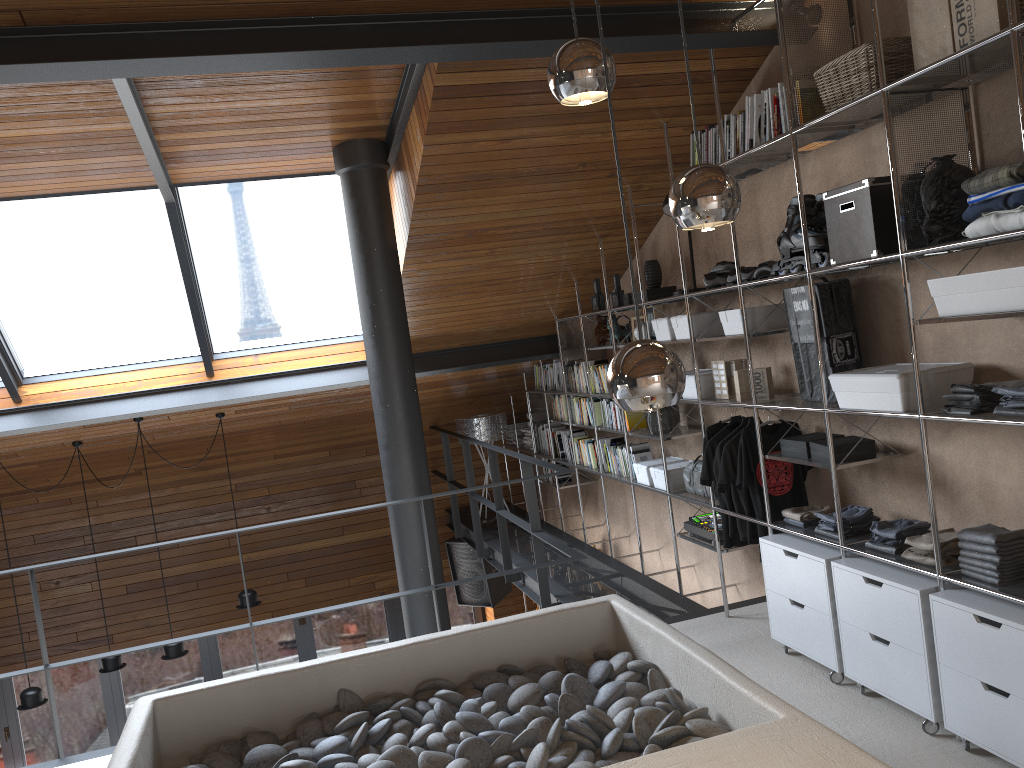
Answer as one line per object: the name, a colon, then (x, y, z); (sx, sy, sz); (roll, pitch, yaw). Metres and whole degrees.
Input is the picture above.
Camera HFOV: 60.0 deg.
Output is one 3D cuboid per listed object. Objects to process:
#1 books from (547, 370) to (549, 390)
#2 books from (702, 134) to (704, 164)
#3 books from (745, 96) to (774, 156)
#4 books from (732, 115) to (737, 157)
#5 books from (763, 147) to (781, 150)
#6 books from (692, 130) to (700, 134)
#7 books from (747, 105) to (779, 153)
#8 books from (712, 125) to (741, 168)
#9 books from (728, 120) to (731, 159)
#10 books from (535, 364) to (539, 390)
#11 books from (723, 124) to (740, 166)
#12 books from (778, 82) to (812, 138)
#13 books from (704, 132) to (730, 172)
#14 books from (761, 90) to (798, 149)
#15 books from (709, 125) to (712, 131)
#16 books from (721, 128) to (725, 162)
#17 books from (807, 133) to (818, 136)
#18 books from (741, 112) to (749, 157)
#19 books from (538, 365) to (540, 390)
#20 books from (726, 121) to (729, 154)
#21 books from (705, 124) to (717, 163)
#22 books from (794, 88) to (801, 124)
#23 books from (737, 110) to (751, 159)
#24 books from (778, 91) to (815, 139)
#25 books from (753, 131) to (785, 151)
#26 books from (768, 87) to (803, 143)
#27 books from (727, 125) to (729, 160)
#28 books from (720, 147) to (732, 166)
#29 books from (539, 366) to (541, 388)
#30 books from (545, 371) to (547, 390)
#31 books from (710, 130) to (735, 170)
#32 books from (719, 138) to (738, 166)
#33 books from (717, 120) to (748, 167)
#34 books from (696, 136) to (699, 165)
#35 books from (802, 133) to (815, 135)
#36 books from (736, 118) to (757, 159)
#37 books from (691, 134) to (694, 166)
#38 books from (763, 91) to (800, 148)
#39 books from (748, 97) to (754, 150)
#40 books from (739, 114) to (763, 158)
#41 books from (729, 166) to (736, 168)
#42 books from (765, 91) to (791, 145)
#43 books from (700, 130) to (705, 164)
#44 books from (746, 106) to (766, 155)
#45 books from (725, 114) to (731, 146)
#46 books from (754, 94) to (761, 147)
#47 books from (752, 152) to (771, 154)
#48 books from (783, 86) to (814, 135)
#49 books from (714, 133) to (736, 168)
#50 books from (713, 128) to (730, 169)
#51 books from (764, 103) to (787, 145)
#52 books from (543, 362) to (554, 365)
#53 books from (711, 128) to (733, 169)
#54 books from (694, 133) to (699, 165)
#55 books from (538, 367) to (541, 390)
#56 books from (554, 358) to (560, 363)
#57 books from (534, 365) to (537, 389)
books: (0.357, -0.039, 7.562); (0.112, 0.173, 0.054); (-8, 3, -15)
books: (1.027, -1.172, 4.518); (0.130, 0.202, 0.063); (-8, 3, -15)
books: (1.149, -1.200, 4.116); (0.143, 0.264, 0.088); (-8, 3, -15)
books: (1.107, -1.170, 4.210); (0.131, 0.202, 0.068); (-8, 3, -15)
books: (1.175, -1.176, 4.021); (0.170, 0.214, 0.065); (-8, 3, -14)
books: (1.034, -1.203, 4.649); (0.206, 0.249, 0.074); (-8, 3, -15)
books: (1.154, -1.174, 4.071); (0.155, 0.212, 0.073); (-8, 3, -15)
books: (1.074, -1.181, 4.415); (0.177, 0.214, 0.064); (-8, 3, -15)
books: (1.098, -1.165, 4.239); (0.138, 0.189, 0.065); (-8, 3, -15)
books: (0.298, -0.074, 7.919); (0.169, 0.229, 0.077); (-8, 3, -15)
books: (1.069, -1.165, 4.310); (0.111, 0.194, 0.059); (-8, 3, -15)
books: (1.227, -1.183, 3.823); (0.148, 0.234, 0.013); (-8, 3, -15)
books: (1.042, -1.176, 4.508); (0.146, 0.208, 0.071); (-8, 3, -15)
books: (1.205, -1.195, 3.988); (0.191, 0.249, 0.077); (-8, 3, -15)
books: (1.050, -1.185, 4.462); (0.129, 0.226, 0.069); (-8, 3, -15)
books: (1.067, -1.152, 4.294); (0.111, 0.171, 0.056); (-8, 3, -15)
books: (1.242, -1.174, 3.813); (0.136, 0.213, 0.014); (-8, 3, -15)
books: (1.128, -1.168, 4.140); (0.123, 0.201, 0.071); (-8, 3, -15)
books: (0.311, -0.072, 7.854); (0.161, 0.228, 0.080); (-8, 3, -15)
books: (1.077, -1.164, 4.256); (0.111, 0.194, 0.059); (-8, 3, -15)
books: (1.041, -1.189, 4.475); (0.143, 0.233, 0.081); (-8, 3, -15)
books: (1.250, -1.154, 3.710); (0.131, 0.181, 0.014); (-8, 3, -15)
books: (1.118, -1.175, 4.167); (0.133, 0.215, 0.070); (-8, 3, -15)
books: (1.230, -1.170, 3.838); (0.148, 0.206, 0.014); (-8, 3, -15)
books: (1.172, -1.176, 4.031); (0.164, 0.214, 0.066); (-8, 3, -15)
books: (1.202, -1.183, 3.894); (0.148, 0.234, 0.033); (-8, 3, -15)
books: (1.083, -1.154, 4.252); (0.112, 0.173, 0.054); (-8, 3, -15)
books: (1.064, -1.154, 4.321); (0.112, 0.173, 0.054); (-8, 3, -15)
books: (0.316, -0.061, 7.818); (0.146, 0.208, 0.071); (-8, 3, -15)
books: (0.341, -0.038, 7.604); (0.111, 0.171, 0.056); (-8, 3, -15)
books: (1.056, -1.170, 4.426); (0.139, 0.199, 0.074); (-8, 3, -15)
books: (1.066, -1.158, 4.331); (0.117, 0.180, 0.059); (-8, 3, -15)
books: (1.080, -1.180, 4.344); (0.161, 0.220, 0.074); (-8, 3, -15)
books: (1.019, -1.181, 4.584); (0.149, 0.202, 0.067); (-8, 3, -15)
books: (1.235, -1.181, 3.788); (0.129, 0.231, 0.010); (-8, 3, -15)
books: (1.118, -1.165, 4.199); (0.120, 0.186, 0.064); (-8, 3, -15)
books: (1.001, -1.187, 4.632); (0.148, 0.229, 0.073); (-8, 3, -15)
books: (1.213, -1.193, 3.978); (0.191, 0.244, 0.075); (-8, 3, -15)
books: (1.142, -1.185, 4.032); (0.148, 0.229, 0.073); (-8, 3, -15)
books: (1.125, -1.165, 4.158); (0.126, 0.194, 0.064); (-8, 3, -15)
books: (1.066, -1.171, 4.362); (0.125, 0.204, 0.072); (-8, 3, -15)
books: (1.195, -1.189, 3.958); (0.148, 0.229, 0.073); (-8, 3, -15)
books: (1.037, -1.187, 4.544); (0.161, 0.228, 0.080); (-8, 3, -15)
books: (1.137, -1.175, 4.102); (0.118, 0.218, 0.073); (-8, 3, -15)
books: (1.079, -1.180, 4.267); (0.122, 0.227, 0.076); (-8, 3, -15)
books: (1.155, -1.185, 3.987); (0.148, 0.229, 0.073); (-8, 3, -15)
books: (1.153, -1.167, 4.094); (0.137, 0.197, 0.063); (-8, 3, -15)
books: (1.224, -1.166, 3.775); (0.130, 0.208, 0.010); (-8, 3, -15)
books: (1.053, -1.153, 4.381); (0.119, 0.169, 0.058); (-8, 3, -15)
books: (1.054, -1.168, 4.390); (0.127, 0.197, 0.063); (-8, 3, -15)
books: (1.183, -1.161, 3.953); (0.131, 0.178, 0.057); (-8, 3, -15)
books: (0.323, -0.070, 7.771); (0.129, 0.226, 0.069); (-8, 3, -15)
books: (1.044, -1.167, 4.399); (0.127, 0.197, 0.063); (-8, 3, -15)
books: (1.024, -1.189, 4.610); (0.169, 0.229, 0.077); (-8, 3, -15)
books: (0.301, -0.057, 7.828); (0.130, 0.202, 0.063); (-8, 3, -15)
books: (0.423, -0.085, 7.426); (0.143, 0.264, 0.088); (-8, 3, -15)
books: (0.275, -0.073, 7.942); (0.148, 0.229, 0.073); (-8, 3, -15)
